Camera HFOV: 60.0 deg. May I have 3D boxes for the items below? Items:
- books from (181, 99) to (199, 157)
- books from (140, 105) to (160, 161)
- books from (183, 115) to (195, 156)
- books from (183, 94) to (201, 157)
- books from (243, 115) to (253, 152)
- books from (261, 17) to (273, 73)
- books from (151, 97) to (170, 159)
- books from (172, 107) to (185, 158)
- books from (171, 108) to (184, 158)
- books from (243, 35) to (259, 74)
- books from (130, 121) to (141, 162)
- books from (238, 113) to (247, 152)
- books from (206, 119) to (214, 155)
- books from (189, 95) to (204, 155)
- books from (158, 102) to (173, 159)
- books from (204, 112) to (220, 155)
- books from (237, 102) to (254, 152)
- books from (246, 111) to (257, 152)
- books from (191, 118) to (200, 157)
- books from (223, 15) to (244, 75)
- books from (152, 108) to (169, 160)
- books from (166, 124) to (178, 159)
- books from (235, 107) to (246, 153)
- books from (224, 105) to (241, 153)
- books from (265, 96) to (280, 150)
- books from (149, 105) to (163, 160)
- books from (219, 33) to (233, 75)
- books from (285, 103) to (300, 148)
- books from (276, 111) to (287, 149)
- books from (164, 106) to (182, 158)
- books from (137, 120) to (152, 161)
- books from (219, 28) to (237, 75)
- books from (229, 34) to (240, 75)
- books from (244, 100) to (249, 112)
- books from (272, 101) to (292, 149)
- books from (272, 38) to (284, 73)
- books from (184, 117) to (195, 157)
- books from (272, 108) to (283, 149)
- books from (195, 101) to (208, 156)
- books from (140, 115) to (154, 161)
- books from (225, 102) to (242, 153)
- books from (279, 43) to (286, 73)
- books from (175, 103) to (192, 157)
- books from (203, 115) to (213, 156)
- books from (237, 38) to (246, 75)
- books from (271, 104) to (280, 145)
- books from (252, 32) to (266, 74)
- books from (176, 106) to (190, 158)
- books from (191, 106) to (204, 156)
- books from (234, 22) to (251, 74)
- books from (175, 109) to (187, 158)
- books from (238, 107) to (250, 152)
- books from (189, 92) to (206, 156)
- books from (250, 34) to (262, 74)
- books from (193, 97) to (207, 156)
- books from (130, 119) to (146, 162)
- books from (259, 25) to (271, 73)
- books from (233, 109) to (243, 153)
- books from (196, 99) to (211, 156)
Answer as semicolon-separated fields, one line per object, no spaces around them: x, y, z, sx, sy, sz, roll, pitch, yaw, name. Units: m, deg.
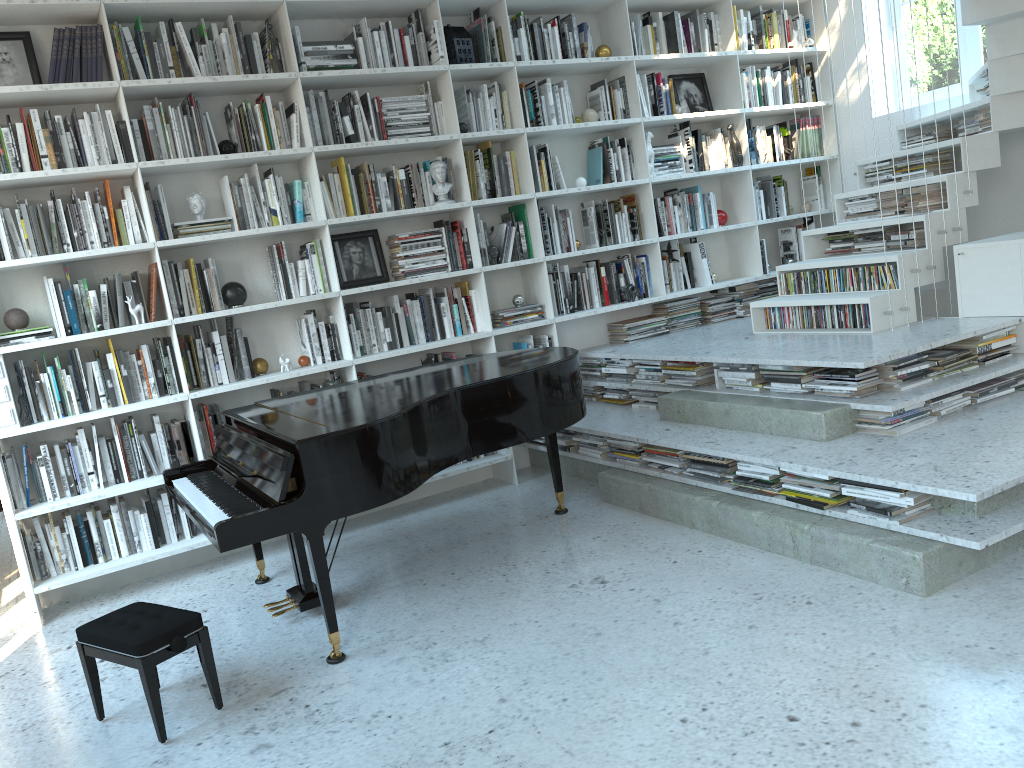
-1.600;-1.243;4.401;0.011;0.292;0.176;-14;10;-27;books
-1.762;-1.199;4.322;0.025;0.280;0.150;-14;10;-27;books
-1.614;-1.209;4.418;0.011;0.227;0.129;-14;10;-27;books
-1.592;-1.262;4.419;0.004;0.321;0.153;-14;10;-27;books
-1.365;-1.255;4.541;0.011;0.200;0.162;-14;10;-27;books
-1.259;-1.703;4.556;0.058;0.303;0.175;-14;10;-27;books
-1.724;-1.228;4.352;0.011;0.317;0.154;-14;10;-27;books
-1.658;-1.216;4.385;0.010;0.262;0.169;-14;10;-27;books
-1.656;-1.207;4.360;0.012;0.252;0.183;-14;10;-27;books
-1.342;-1.640;4.516;0.030;0.218;0.182;-14;10;-27;books
-1.828;-1.146;4.286;0.015;0.208;0.186;-14;10;-27;books
-1.392;-1.258;4.530;0.013;0.216;0.149;-14;10;-27;books
-1.530;-1.221;4.462;0.004;0.210;0.132;-14;10;-27;books
-1.582;-1.263;4.430;0.005;0.317;0.157;-14;10;-27;books
-1.702;-1.213;4.341;0.010;0.284;0.183;-14;10;-27;books
-1.514;-1.234;4.461;0.031;0.233;0.147;-14;10;-27;books
-1.366;-1.291;4.548;0.009;0.267;0.149;-14;10;-27;books
-1.340;-1.266;4.527;0.006;0.217;0.181;-14;10;-27;books
-1.597;-1.210;4.434;0.012;0.217;0.133;-14;10;-27;books
-1.405;-1.673;4.476;0.011;0.314;0.183;-14;10;-27;books
-1.728;-1.198;4.337;0.024;0.263;0.177;-14;10;-27;books
-1.686;-1.171;4.372;0.029;0.187;0.149;-14;10;-27;books
-1.393;-1.267;4.509;0.005;0.241;0.173;-14;10;-27;books
-1.422;-1.270;4.516;0.005;0.254;0.160;-14;10;-27;books
-1.257;-1.322;4.585;0.022;0.285;0.190;-14;10;-27;books
-1.744;-1.201;4.327;0.012;0.277;0.157;-14;10;-27;books
-1.446;-1.618;4.453;0.021;0.226;0.191;-14;10;-27;books
-1.148;-1.320;4.621;0.064;0.237;0.208;-14;10;-27;books
-1.218;-1.298;4.620;0.024;0.216;0.142;-14;10;-27;books
-1.665;-1.211;4.353;0.009;0.263;0.189;-14;10;-27;books
-1.798;-1.163;4.328;0.024;0.220;0.140;-14;10;-27;books
-1.436;-1.641;4.477;0.028;0.261;0.135;-14;10;-27;books
-1.414;-1.630;4.486;0.013;0.231;0.141;-14;10;-27;books
-1.350;-1.297;4.544;0.005;0.276;0.157;-14;10;-27;books
-1.197;-1.322;4.619;0.022;0.257;0.155;-14;10;-27;books
-1.226;-1.668;4.604;0.028;0.212;0.134;-14;10;-27;books
-1.610;-1.197;4.392;0.011;0.209;0.181;-14;10;-27;books
-1.234;-1.301;4.611;0.011;0.230;0.165;-14;10;-27;books
-1.564;-1.250;4.434;0.004;0.285;0.166;-14;10;-27;books
-1.778;-1.176;4.323;0.012;0.240;0.134;-14;10;-27;books
-1.420;-1.283;4.525;0.012;0.276;0.129;-14;10;-27;books
-1.208;-1.665;4.622;0.019;0.194;0.098;-14;10;-27;books
-1.629;-1.230;4.388;0.011;0.279;0.169;-14;10;-27;books
-1.539;-1.223;4.459;0.012;0.218;0.151;-14;10;-27;books
-1.392;-1.628;4.510;0.024;0.214;0.150;-14;10;-27;books
-1.244;-1.312;4.600;0.010;0.258;0.140;-14;10;-27;books
-1.310;-1.660;4.553;0.024;0.237;0.153;-14;10;-27;books
-1.633;-1.219;4.380;0.009;0.261;0.180;-14;10;-27;books
-1.578;-1.234;4.420;0.010;0.262;0.158;-14;10;-27;books
-1.380;-1.671;4.516;0.022;0.291;0.146;-14;10;-27;books
-1.649;-1.215;4.390;0.011;0.256;0.152;-14;10;-27;books
-1.373;-1.268;4.510;0.005;0.236;0.178;-14;10;-27;books
-1.578;-1.271;4.429;0.005;0.331;0.161;-14;10;-27;books
-1.322;-1.648;4.531;0.022;0.223;0.161;-14;10;-27;books
-1.571;-1.259;4.432;0.005;0.306;0.162;-14;10;-27;books
-1.823;-1.160;4.316;0.029;0.225;0.136;-14;10;-27;books
-1.269;-1.681;4.553;0.055;0.264;0.166;-14;10;-27;books
-1.409;-1.267;4.529;0.005;0.239;0.145;-14;10;-27;books
-1.549;-1.252;4.421;0.011;0.287;0.188;-14;10;-27;books
